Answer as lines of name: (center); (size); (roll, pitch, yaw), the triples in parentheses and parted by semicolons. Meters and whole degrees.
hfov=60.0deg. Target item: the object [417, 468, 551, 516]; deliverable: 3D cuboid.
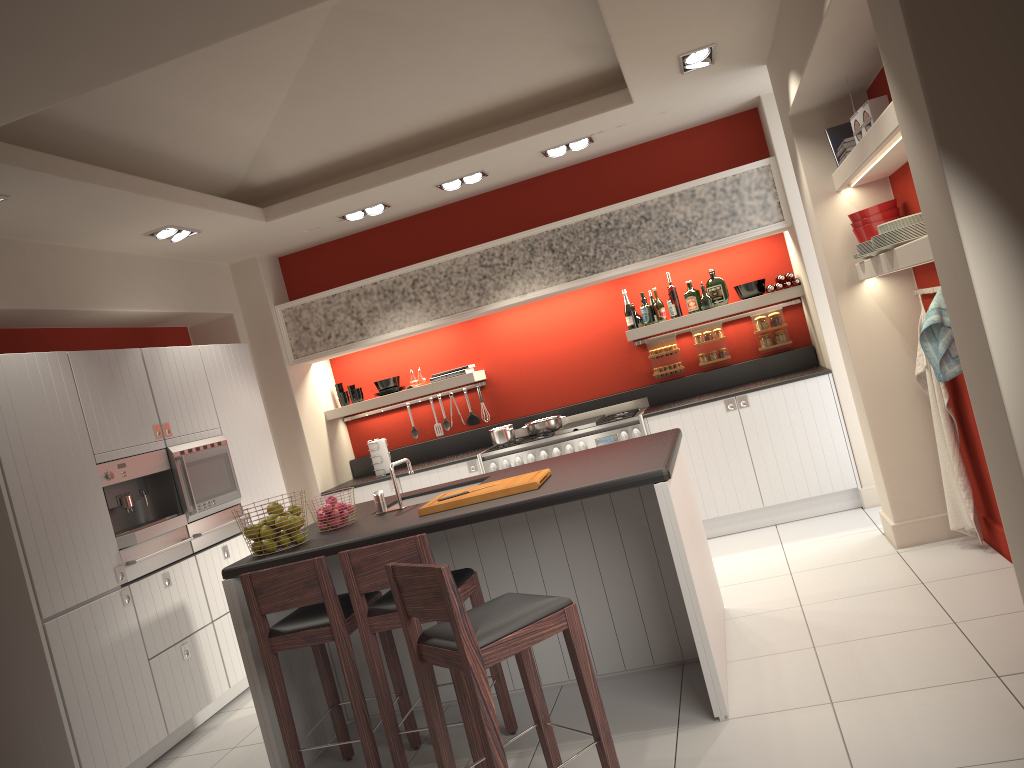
object: (-0.120, 0.500, 4.122); (0.570, 0.033, 0.373); (-15, 1, 12)

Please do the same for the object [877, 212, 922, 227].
object: (1.831, -0.764, 4.122); (0.255, 0.015, 0.255); (-15, 1, -6)

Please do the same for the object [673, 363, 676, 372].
object: (1.330, -0.132, 7.217); (0.034, 0.078, 0.034); (-14, 0, 34)

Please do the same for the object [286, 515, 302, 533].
object: (-1.021, 0.654, 4.133); (0.082, 0.082, 0.082); (-15, 0, -20)

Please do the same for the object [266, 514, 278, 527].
object: (-1.108, 0.633, 4.114); (0.057, 0.061, 0.062); (-14, 0, 28)

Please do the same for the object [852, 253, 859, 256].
object: (2.040, -0.742, 4.868); (0.338, 0.020, 0.339); (-15, 1, 16)

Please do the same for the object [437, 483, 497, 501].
object: (-0.203, 0.499, 4.117); (0.302, 0.010, 0.035); (-15, 1, -16)

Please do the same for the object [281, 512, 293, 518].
object: (-1.059, 0.629, 4.170); (0.056, 0.054, 0.057); (-15, 0, -16)

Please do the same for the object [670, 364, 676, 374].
object: (1.300, -0.124, 7.185); (0.034, 0.078, 0.034); (-14, 0, 34)

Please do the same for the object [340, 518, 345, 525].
object: (-0.857, 0.688, 4.443); (0.040, 0.039, 0.039); (-15, 0, -28)

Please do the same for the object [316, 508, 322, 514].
object: (-0.956, 0.645, 4.448); (0.049, 0.049, 0.048); (-15, 0, 21)

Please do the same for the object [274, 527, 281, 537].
object: (-1.129, 0.707, 4.216); (0.064, 0.060, 0.064); (-15, 0, 8)

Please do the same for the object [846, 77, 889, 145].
object: (1.698, -1.345, 4.256); (0.097, 0.369, 0.342); (-15, 0, 8)

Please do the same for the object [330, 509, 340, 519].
object: (-0.873, 0.641, 4.368); (0.048, 0.046, 0.048); (-15, 0, -28)

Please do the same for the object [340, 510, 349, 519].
object: (-0.835, 0.651, 4.423); (0.046, 0.043, 0.046); (-15, 1, -37)

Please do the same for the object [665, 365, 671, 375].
object: (1.263, -0.115, 7.194); (0.034, 0.078, 0.034); (-14, 0, 34)

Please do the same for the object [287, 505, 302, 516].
object: (-1.033, 0.604, 4.216); (0.067, 0.064, 0.067); (-15, 0, 14)

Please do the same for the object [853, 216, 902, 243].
object: (2.022, -0.813, 4.868); (0.260, 0.146, 0.260); (-15, 1, 17)

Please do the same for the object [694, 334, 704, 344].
object: (1.505, -0.362, 7.148); (0.068, 0.088, 0.068); (-14, 0, 34)

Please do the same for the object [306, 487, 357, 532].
object: (-0.892, 0.631, 4.442); (0.248, 0.168, 0.248); (-15, 0, 1)

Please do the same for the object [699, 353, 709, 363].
object: (1.545, -0.207, 7.148); (0.068, 0.088, 0.068); (-14, 0, 34)

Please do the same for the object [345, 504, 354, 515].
object: (-0.827, 0.634, 4.480); (0.055, 0.056, 0.055); (-15, 0, 23)

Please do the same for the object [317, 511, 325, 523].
object: (-0.939, 0.660, 4.406); (0.059, 0.059, 0.060); (-15, 0, 25)

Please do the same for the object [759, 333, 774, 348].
object: (2.015, -0.346, 7.030); (0.093, 0.120, 0.094); (-14, 0, 34)

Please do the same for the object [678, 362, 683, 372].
object: (1.367, -0.142, 7.209); (0.034, 0.078, 0.034); (-14, 0, 34)

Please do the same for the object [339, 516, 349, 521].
object: (-0.855, 0.681, 4.505); (0.050, 0.049, 0.049); (-15, 0, -21)

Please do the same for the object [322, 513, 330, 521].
object: (-0.916, 0.655, 4.369); (0.041, 0.041, 0.040); (-15, 1, -40)

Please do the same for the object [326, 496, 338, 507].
object: (-0.899, 0.585, 4.423); (0.056, 0.058, 0.056); (-15, 0, -32)

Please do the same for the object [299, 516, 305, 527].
object: (-1.009, 0.652, 4.191); (0.057, 0.057, 0.055); (-15, 0, 5)

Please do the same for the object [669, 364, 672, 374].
object: (1.294, -0.123, 7.226); (0.034, 0.078, 0.034); (-14, 0, 34)

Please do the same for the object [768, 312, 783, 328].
object: (2.081, -0.504, 7.005); (0.093, 0.120, 0.094); (-14, 0, 34)

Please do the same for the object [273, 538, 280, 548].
object: (-1.109, 0.745, 4.167); (0.054, 0.054, 0.053); (-15, 0, 17)

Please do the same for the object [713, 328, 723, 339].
object: (1.652, -0.400, 7.112); (0.068, 0.088, 0.068); (-14, 0, 34)

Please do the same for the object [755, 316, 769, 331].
object: (1.980, -0.478, 7.029); (0.093, 0.120, 0.094); (-14, 0, 34)

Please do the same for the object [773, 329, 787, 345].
object: (2.115, -0.372, 7.005); (0.093, 0.120, 0.094); (-14, 0, 34)

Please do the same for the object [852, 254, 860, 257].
object: (2.042, -0.736, 4.868); (0.338, 0.020, 0.339); (-15, 1, 16)

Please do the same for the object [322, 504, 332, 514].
object: (-0.908, 0.614, 4.362); (0.048, 0.046, 0.048); (-15, 0, -31)

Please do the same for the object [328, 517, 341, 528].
object: (-0.879, 0.682, 4.395); (0.062, 0.057, 0.061); (-15, 0, 13)

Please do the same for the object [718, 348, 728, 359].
object: (1.693, -0.245, 7.113); (0.068, 0.088, 0.068); (-14, 0, 34)

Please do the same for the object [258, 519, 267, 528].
object: (-1.164, 0.666, 4.164); (0.057, 0.061, 0.062); (-14, 0, 28)

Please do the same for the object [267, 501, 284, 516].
object: (-1.114, 0.590, 4.171); (0.078, 0.080, 0.078); (-15, 0, 13)

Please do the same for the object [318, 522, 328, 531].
object: (-0.938, 0.703, 4.405); (0.050, 0.049, 0.049); (-15, 0, -21)

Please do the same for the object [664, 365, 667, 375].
object: (1.255, -0.113, 7.236); (0.034, 0.078, 0.034); (-14, 0, 34)

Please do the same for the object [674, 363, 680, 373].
object: (1.337, -0.134, 7.176); (0.034, 0.078, 0.034); (-14, 0, 34)

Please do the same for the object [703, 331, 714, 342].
object: (1.578, -0.381, 7.130); (0.068, 0.088, 0.068); (-14, 0, 34)

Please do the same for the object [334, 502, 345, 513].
object: (-0.856, 0.613, 4.407); (0.051, 0.055, 0.056); (-14, 0, 28)

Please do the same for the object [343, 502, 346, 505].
object: (-0.865, 0.627, 4.512); (0.056, 0.050, 0.055); (-15, 1, -38)

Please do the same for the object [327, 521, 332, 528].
object: (-0.911, 0.696, 4.441); (0.050, 0.049, 0.049); (-15, 0, -21)

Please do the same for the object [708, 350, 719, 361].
object: (1.619, -0.226, 7.130); (0.068, 0.088, 0.068); (-14, 0, 34)
